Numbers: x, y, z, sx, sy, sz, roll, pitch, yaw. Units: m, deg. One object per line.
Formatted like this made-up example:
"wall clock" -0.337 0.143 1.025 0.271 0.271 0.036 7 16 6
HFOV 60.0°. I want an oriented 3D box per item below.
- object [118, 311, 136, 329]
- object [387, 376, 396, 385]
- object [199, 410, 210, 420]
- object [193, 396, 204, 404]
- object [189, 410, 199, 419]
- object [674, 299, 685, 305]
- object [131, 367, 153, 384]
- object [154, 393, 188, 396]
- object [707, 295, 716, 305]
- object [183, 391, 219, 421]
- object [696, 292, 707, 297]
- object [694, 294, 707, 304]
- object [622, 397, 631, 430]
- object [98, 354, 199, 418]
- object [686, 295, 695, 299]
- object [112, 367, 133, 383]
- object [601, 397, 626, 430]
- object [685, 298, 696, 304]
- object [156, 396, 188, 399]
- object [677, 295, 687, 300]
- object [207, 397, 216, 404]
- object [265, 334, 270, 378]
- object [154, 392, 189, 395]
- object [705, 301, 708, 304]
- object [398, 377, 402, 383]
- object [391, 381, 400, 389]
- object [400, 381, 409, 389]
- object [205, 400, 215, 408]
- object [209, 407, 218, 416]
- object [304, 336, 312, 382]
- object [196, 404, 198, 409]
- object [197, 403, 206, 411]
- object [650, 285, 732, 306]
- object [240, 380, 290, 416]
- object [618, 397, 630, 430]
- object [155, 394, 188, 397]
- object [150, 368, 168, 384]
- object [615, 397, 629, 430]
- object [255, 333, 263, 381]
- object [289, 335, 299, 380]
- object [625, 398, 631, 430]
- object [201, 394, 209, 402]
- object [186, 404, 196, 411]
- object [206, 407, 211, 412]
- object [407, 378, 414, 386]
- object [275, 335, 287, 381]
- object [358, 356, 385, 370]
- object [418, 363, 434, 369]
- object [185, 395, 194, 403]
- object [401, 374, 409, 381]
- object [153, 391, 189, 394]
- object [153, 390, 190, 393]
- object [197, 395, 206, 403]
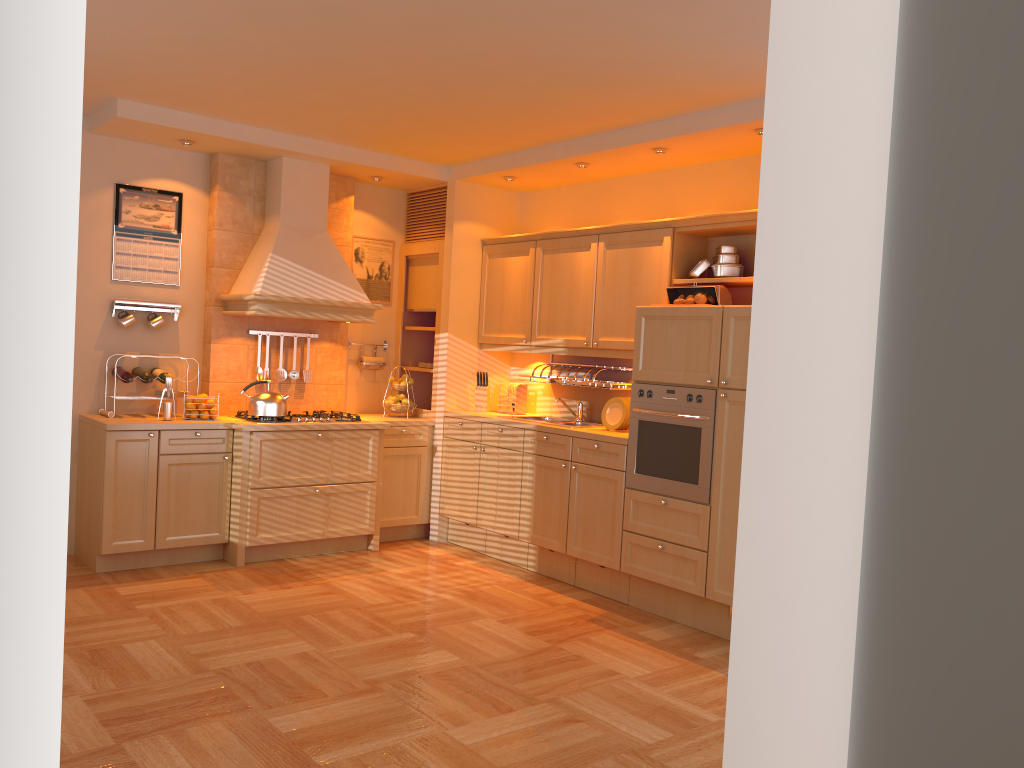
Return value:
"object" -2.419 -0.403 5.570 0.066 0.111 0.103 5 3 44
"object" -0.891 -0.025 6.550 0.061 0.064 0.063 2 3 -30
"object" -1.916 0.195 5.519 0.074 0.063 0.064 4 3 31
"object" -1.940 0.098 5.489 0.063 0.051 0.053 2 3 -32
"object" -1.965 0.188 5.484 0.052 0.057 0.060 4 2 13
"object" 0.923 -0.451 4.865 0.069 0.034 0.066 2 2 -21
"object" -2.306 -0.052 5.554 0.076 0.095 0.282 1 3 -39
"object" -2.175 0.070 5.665 0.172 0.011 0.163 4 2 20
"object" 1.081 -0.455 4.828 0.066 0.058 0.065 5 3 43
"object" -1.949 0.135 5.560 0.207 0.174 0.189 2 2 -24
"object" 1.031 -0.481 4.830 0.061 0.047 0.063 3 2 9
"object" 1.014 -0.454 4.769 0.066 0.064 0.045 4 2 12
"object" 0.686 0.182 5.431 0.049 0.200 0.205 1 3 -38
"object" -2.270 0.013 5.598 0.572 0.379 0.221 1 3 -39
"object" 0.985 -0.459 4.859 0.065 0.056 0.056 5 3 35
"object" -2.395 -0.055 5.481 0.076 0.095 0.282 1 3 -39
"object" 0.618 0.180 5.382 0.049 0.200 0.205 1 3 -38
"object" 0.966 -0.447 4.803 0.062 0.036 0.065 2 2 -26
"object" -2.176 0.083 5.666 0.172 0.011 0.163 4 2 20
"object" 0.948 -0.467 4.951 0.069 0.064 0.055 2 3 -35
"object" -1.895 0.109 5.593 0.063 0.053 0.051 4 2 24
"object" -1.663 -0.181 6.028 0.028 0.319 0.006 1 3 -39
"object" -2.175 0.064 5.665 0.172 0.011 0.163 4 2 20
"object" 1.025 -0.444 4.808 0.062 0.036 0.065 2 3 -36
"object" -0.819 -0.024 6.548 0.050 0.051 0.051 3 2 -15
"object" -0.854 0.011 6.518 0.064 0.058 0.063 4 2 17
"object" -0.790 0.007 6.502 0.064 0.063 0.063 2 2 -22
"object" -1.884 0.123 5.536 0.053 0.052 0.061 4 2 24
"object" -1.860 0.171 5.532 0.052 0.054 0.061 3 2 -12
"object" -1.425 -0.173 6.213 0.061 0.323 0.020 1 3 -39
"object" -1.978 0.136 5.531 0.051 0.053 0.064 4 2 14
"object" -1.928 0.143 5.506 0.052 0.053 0.062 2 2 -17
"object" 1.005 -0.478 4.878 0.280 0.123 0.400 1 3 -39
"object" -1.558 0.084 5.652 0.242 0.215 0.251 5 3 38
"object" 0.663 0.182 5.415 0.049 0.200 0.205 1 3 -38
"object" -2.176 0.077 5.665 0.172 0.011 0.163 4 2 20
"object" -2.216 -0.050 5.627 0.076 0.095 0.282 1 3 -39
"object" 0.640 0.181 5.398 0.049 0.200 0.205 1 3 -38
"object" -1.702 -0.179 5.983 0.055 0.323 0.028 1 3 -39
"object" -1.518 -0.183 6.161 0.077 0.309 0.037 1 3 -40
"object" 0.708 0.183 5.448 0.049 0.200 0.205 1 3 -38
"object" -1.952 0.091 5.625 0.059 0.060 0.050 3 2 10
"object" -1.981 0.140 5.473 0.063 0.051 0.053 2 2 -20
"object" -1.915 0.155 5.574 0.062 0.053 0.051 4 2 19
"object" -0.752 -0.015 6.540 0.058 0.060 0.057 2 2 -18
"object" -1.581 -0.179 6.088 0.090 0.320 0.017 1 3 -39
"object" -1.056 -0.157 6.674 0.186 0.094 0.096 1 3 -39
"object" -0.602 -0.138 6.760 0.222 0.039 0.222 2 2 -22
"object" -1.993 0.099 5.497 0.057 0.060 0.052 3 2 -1
"object" -0.783 -0.044 6.512 0.055 0.059 0.058 3 2 7
"object" -2.175 0.057 5.665 0.172 0.011 0.163 4 2 20
"object" -2.174 0.050 5.664 0.172 0.011 0.163 4 2 20
"object" -1.948 0.092 5.548 0.063 0.053 0.051 4 2 12
